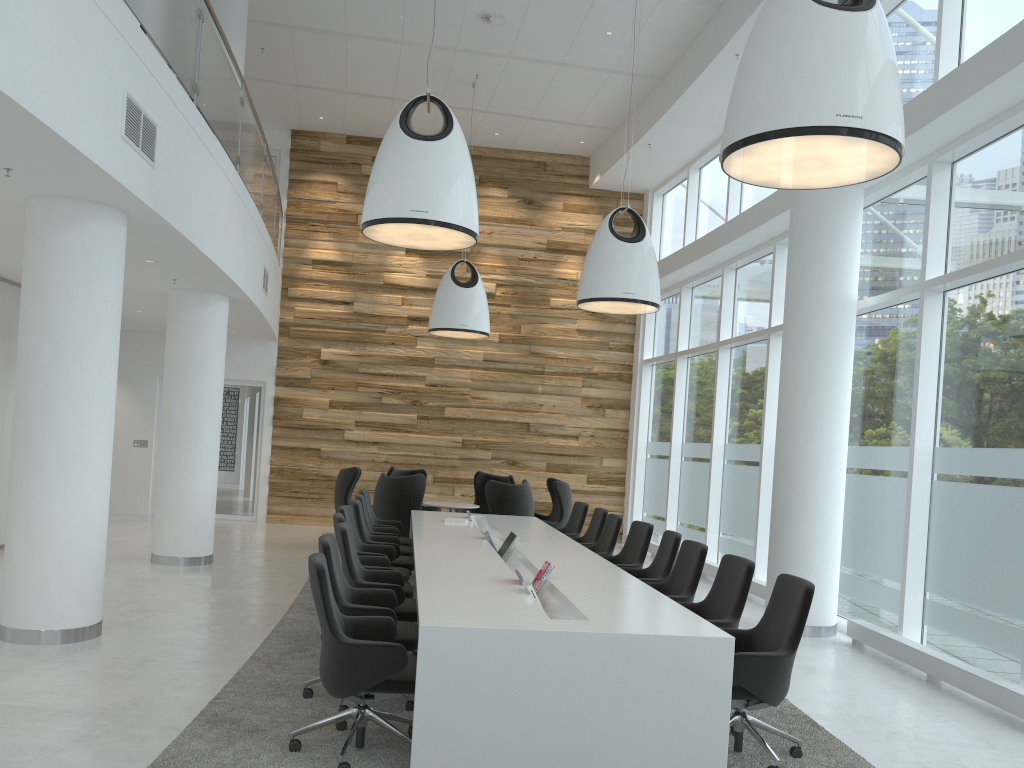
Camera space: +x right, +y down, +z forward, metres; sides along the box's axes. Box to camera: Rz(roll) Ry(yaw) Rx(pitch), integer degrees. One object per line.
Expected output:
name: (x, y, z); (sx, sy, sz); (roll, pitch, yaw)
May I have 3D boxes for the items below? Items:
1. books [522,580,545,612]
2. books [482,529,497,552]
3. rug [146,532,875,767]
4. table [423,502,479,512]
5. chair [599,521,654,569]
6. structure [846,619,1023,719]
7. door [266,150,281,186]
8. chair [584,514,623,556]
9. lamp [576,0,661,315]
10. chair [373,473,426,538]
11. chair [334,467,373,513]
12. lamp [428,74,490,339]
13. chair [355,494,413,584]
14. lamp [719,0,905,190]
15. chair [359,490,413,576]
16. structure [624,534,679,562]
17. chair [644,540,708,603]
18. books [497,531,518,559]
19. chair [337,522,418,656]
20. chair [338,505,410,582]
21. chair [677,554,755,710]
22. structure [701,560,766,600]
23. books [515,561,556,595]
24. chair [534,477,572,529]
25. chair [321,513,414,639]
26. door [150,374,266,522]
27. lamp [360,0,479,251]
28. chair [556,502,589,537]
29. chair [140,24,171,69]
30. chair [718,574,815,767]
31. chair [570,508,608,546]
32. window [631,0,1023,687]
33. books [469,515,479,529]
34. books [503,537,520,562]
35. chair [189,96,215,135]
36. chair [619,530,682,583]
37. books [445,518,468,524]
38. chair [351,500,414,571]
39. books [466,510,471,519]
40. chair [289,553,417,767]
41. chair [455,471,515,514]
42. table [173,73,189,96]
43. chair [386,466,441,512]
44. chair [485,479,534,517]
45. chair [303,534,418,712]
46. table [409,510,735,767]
books: (0.137, 1.268, 5.168); (0.143, 0.226, 0.203); (4, -2, -8)
books: (-0.190, 1.425, 7.924); (0.153, 0.238, 0.191); (4, -2, -7)
rug: (-0.308, 2.102, 7.706); (3.940, 0.010, 13.464); (4, -4, -6)
table: (-0.879, 2.038, 12.475); (0.798, 0.696, 0.801); (3, -2, 18)
chair: (0.908, 1.707, 7.922); (0.674, 0.966, 0.685); (4, -1, -12)
structure: (3.225, 2.158, 6.712); (0.150, 0.213, 2.693); (4, -4, -5)
door: (-4.904, -2.855, 15.112); (1.806, 2.400, 0.132); (4, 0, -5)
chair: (0.738, 1.746, 8.643); (0.674, 0.966, 0.686); (4, -1, -7)
lamp: (1.223, -2.610, 9.265); (0.882, 3.646, 0.886); (4, 0, 37)
chair: (-1.336, 1.713, 11.431); (0.913, 1.152, 0.919); (3, -2, 13)
chair: (-2.017, 1.732, 12.346); (0.918, 1.152, 0.914); (4, -2, -17)
lamp: (-0.631, -2.508, 12.471); (0.882, 3.646, 0.886); (4, 0, 32)
chair: (-1.355, 1.649, 9.197); (0.674, 0.966, 0.686); (4, -1, -7)
lamp: (1.606, -2.918, 4.450); (0.882, 3.646, 0.886); (4, 0, 39)
chair: (-1.449, 1.699, 10.005); (0.674, 0.966, 0.686); (4, -1, -2)
structure: (2.232, 2.580, 13.730); (0.150, 0.213, 2.691); (4, -4, -11)
chair: (1.051, 1.610, 6.381); (0.674, 0.966, 0.686); (4, -1, -7)
books: (-0.051, 1.389, 7.582); (0.139, 0.229, 0.357); (4, -3, -7)
chair: (-0.934, 1.463, 6.123); (0.674, 0.966, 0.686); (4, -1, -7)
chair: (-1.218, 1.549, 7.622); (0.674, 0.966, 0.686); (4, -1, -2)
chair: (1.159, 1.560, 5.569); (0.674, 0.966, 0.686); (4, -1, -7)
structure: (2.764, 2.399, 10.614); (0.150, 0.213, 2.692); (4, -4, -8)
books: (0.142, 1.293, 5.667); (0.230, 0.275, 0.598); (3, -3, 14)
chair: (0.379, 1.909, 12.661); (0.918, 1.152, 0.914); (4, -2, -17)
chair: (-1.104, 1.502, 6.845); (0.674, 0.966, 0.685); (4, -1, -12)
door: (-5.159, 1.099, 15.112); (1.806, 2.400, 0.132); (4, 0, -5)
lamp: (-0.570, -2.909, 6.612); (0.882, 3.646, 0.886); (4, 0, 39)
chair: (0.548, 1.850, 10.322); (0.674, 0.966, 0.685); (4, -1, -12)
chair: (-3.330, -2.690, 7.389); (0.915, 1.152, 0.917); (4, -2, -19)
chair: (1.253, 1.511, 4.761); (0.674, 0.966, 0.686); (4, -1, -2)
chair: (0.685, 1.799, 9.456); (0.674, 0.966, 0.686); (4, -1, -7)
window: (-17.330, -1.932, 9.828); (62.803, 6.137, 30.920); (1, -5, 33)
books: (-0.397, 1.541, 9.671); (0.139, 0.223, 0.162); (4, -1, -6)
books: (-0.038, 1.409, 7.603); (0.158, 0.241, 0.353); (4, -3, -7)
chair: (-3.511, -2.584, 9.088); (0.915, 1.152, 0.917); (4, -2, -16)
chair: (1.022, 1.660, 7.145); (0.674, 0.966, 0.686); (4, -1, -2)
books: (-0.588, 1.445, 9.374); (0.224, 0.026, 0.264); (3, -4, 3)
chair: (-1.247, 1.600, 8.385); (0.674, 0.966, 0.686); (4, -1, -7)
books: (-0.443, 1.554, 10.007); (0.153, 0.241, 0.182); (4, -1, -6)
chair: (-0.744, 1.360, 4.444); (0.674, 0.966, 0.685); (4, -1, -12)
chair: (-0.396, 1.921, 13.563); (0.913, 1.152, 0.919); (3, -2, 13)
table: (-3.414, -2.434, 8.214); (0.798, 0.754, 0.802); (2, -2, 33)
chair: (-1.552, 1.836, 13.421); (0.916, 1.152, 0.916); (2, -2, 43)
chair: (-0.160, 1.797, 11.546); (0.916, 1.152, 0.916); (2, -2, 43)
chair: (-0.881, 1.411, 5.310); (0.674, 0.966, 0.686); (4, -1, -7)
table: (-0.092, 1.723, 7.388); (1.501, 0.738, 6.564); (4, -4, -7)
